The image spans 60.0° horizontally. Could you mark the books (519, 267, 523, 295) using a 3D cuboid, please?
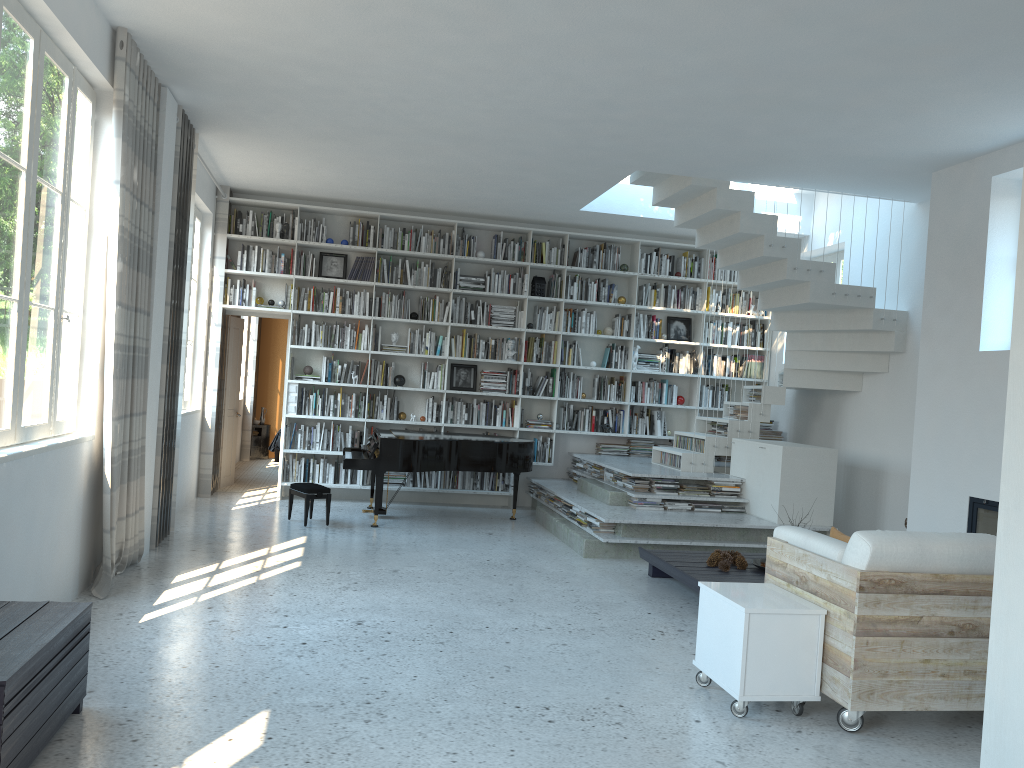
[{"bbox_3d":[0.092,-1.149,10.004,0.012,0.334,0.155,4,0,-11],"label":"books"}]

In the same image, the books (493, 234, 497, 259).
[{"bbox_3d":[-0.202,-1.517,9.931,0.014,0.292,0.176,4,0,-11],"label":"books"}]

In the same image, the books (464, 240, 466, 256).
[{"bbox_3d":[-0.538,-1.496,9.892,0.011,0.205,0.145,4,0,-11],"label":"books"}]

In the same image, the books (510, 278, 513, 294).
[{"bbox_3d":[-0.019,-1.084,9.974,0.029,0.188,0.176,4,0,-11],"label":"books"}]

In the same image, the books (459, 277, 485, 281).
[{"bbox_3d":[-0.452,-1.165,9.905,0.285,0.024,0.159,4,0,-9],"label":"books"}]

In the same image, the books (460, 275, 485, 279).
[{"bbox_3d":[-0.451,-1.189,9.910,0.285,0.024,0.159,4,0,-11],"label":"books"}]

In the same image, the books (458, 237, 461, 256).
[{"bbox_3d":[-0.602,-1.511,9.872,0.023,0.228,0.157,4,0,-11],"label":"books"}]

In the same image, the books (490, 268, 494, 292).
[{"bbox_3d":[-0.237,-1.147,9.922,0.011,0.284,0.190,4,0,-11],"label":"books"}]

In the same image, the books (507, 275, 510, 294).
[{"bbox_3d":[-0.051,-1.107,9.978,0.010,0.230,0.152,4,0,-11],"label":"books"}]

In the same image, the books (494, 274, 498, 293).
[{"bbox_3d":[-0.192,-1.110,9.945,0.027,0.216,0.190,4,0,-11],"label":"books"}]

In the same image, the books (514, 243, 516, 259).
[{"bbox_3d":[0.010,-1.464,9.975,0.012,0.217,0.179,4,0,-11],"label":"books"}]

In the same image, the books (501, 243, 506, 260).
[{"bbox_3d":[-0.113,-1.470,9.952,0.050,0.211,0.172,4,0,-11],"label":"books"}]

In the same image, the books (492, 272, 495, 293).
[{"bbox_3d":[-0.226,-1.123,9.941,0.021,0.237,0.171,4,0,-11],"label":"books"}]

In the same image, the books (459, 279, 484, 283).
[{"bbox_3d":[-0.453,-1.140,9.901,0.254,0.025,0.161,4,0,-15],"label":"books"}]

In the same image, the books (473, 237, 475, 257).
[{"bbox_3d":[-0.439,-1.511,9.910,0.013,0.249,0.148,4,0,-11],"label":"books"}]

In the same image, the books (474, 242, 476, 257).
[{"bbox_3d":[-0.428,-1.479,9.903,0.010,0.186,0.152,4,0,-11],"label":"books"}]

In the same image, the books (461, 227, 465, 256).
[{"bbox_3d":[-0.554,-1.565,9.881,0.014,0.341,0.145,4,0,-11],"label":"books"}]

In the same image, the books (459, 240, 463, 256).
[{"bbox_3d":[-0.576,-1.493,9.865,0.026,0.194,0.166,4,0,-11],"label":"books"}]

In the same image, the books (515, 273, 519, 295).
[{"bbox_3d":[0.040,-1.116,10.000,0.029,0.261,0.133,4,0,-11],"label":"books"}]

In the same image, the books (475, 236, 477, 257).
[{"bbox_3d":[-0.415,-1.513,9.898,0.011,0.256,0.143,4,0,-11],"label":"books"}]

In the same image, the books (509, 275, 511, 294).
[{"bbox_3d":[-0.038,-1.106,9.974,0.012,0.230,0.158,4,0,-11],"label":"books"}]

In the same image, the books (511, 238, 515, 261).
[{"bbox_3d":[0.003,-1.492,9.963,0.010,0.270,0.180,4,0,-11],"label":"books"}]

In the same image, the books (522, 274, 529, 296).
[{"bbox_3d":[0.135,-1.098,9.948,0.037,0.237,0.272,4,0,-11],"label":"books"}]

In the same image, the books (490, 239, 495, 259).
[{"bbox_3d":[-0.219,-1.494,9.947,0.012,0.245,0.151,4,0,-11],"label":"books"}]

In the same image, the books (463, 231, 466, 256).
[{"bbox_3d":[-0.543,-1.542,9.878,0.010,0.296,0.153,4,0,-11],"label":"books"}]

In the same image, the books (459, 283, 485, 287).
[{"bbox_3d":[-0.458,-1.098,9.905,0.285,0.012,0.159,4,0,-13],"label":"books"}]

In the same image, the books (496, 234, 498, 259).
[{"bbox_3d":[-0.181,-1.517,9.943,0.011,0.296,0.157,4,0,-11],"label":"books"}]

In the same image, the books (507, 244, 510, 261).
[{"bbox_3d":[-0.045,-1.461,9.964,0.033,0.203,0.166,4,0,-11],"label":"books"}]

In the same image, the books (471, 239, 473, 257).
[{"bbox_3d":[-0.456,-1.497,9.890,0.016,0.219,0.144,4,0,-11],"label":"books"}]

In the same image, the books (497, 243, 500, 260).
[{"bbox_3d":[-0.165,-1.472,9.960,0.031,0.208,0.146,4,0,-11],"label":"books"}]

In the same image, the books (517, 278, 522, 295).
[{"bbox_3d":[0.069,-1.085,9.992,0.029,0.202,0.191,4,0,-11],"label":"books"}]

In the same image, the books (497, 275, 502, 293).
[{"bbox_3d":[-0.154,-1.108,9.955,0.028,0.219,0.183,4,0,-11],"label":"books"}]

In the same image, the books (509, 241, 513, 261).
[{"bbox_3d":[-0.017,-1.476,9.974,0.023,0.236,0.154,4,0,-11],"label":"books"}]

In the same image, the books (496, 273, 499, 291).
[{"bbox_3d":[-0.174,-1.123,9.961,0.012,0.244,0.131,4,0,-11],"label":"books"}]

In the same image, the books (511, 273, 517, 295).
[{"bbox_3d":[0.013,-1.112,9.979,0.032,0.248,0.173,4,0,-11],"label":"books"}]

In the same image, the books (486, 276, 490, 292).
[{"bbox_3d":[-0.284,-1.101,9.926,0.025,0.187,0.193,4,0,-11],"label":"books"}]

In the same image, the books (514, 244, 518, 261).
[{"bbox_3d":[0.030,-1.456,9.962,0.023,0.202,0.193,4,0,-11],"label":"books"}]

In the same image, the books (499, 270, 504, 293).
[{"bbox_3d":[-0.128,-1.134,9.980,0.029,0.273,0.140,4,0,-11],"label":"books"}]

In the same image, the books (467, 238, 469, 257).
[{"bbox_3d":[-0.496,-1.507,9.906,0.006,0.233,0.136,4,0,-11],"label":"books"}]

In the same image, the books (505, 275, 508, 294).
[{"bbox_3d":[-0.076,-1.105,9.961,0.023,0.223,0.190,4,0,-11],"label":"books"}]

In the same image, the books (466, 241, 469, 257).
[{"bbox_3d":[-0.508,-1.489,9.884,0.023,0.195,0.172,4,0,-11],"label":"books"}]

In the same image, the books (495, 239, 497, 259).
[{"bbox_3d":[-0.194,-1.503,9.950,0.011,0.267,0.129,4,0,-11],"label":"books"}]

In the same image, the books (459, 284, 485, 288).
[{"bbox_3d":[-0.458,-1.086,9.903,0.285,0.012,0.159,4,0,-14],"label":"books"}]

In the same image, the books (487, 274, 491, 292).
[{"bbox_3d":[-0.264,-1.118,9.959,0.024,0.223,0.128,4,0,-11],"label":"books"}]

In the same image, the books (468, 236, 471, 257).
[{"bbox_3d":[-0.484,-1.514,9.895,0.014,0.248,0.139,4,0,-11],"label":"books"}]

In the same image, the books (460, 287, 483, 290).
[{"bbox_3d":[-0.459,-1.062,9.899,0.254,0.012,0.161,4,0,-6],"label":"books"}]

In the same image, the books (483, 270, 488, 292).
[{"bbox_3d":[-0.300,-1.136,9.926,0.012,0.254,0.161,4,0,-11],"label":"books"}]

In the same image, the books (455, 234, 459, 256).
[{"bbox_3d":[-0.621,-1.525,9.849,0.026,0.253,0.185,4,0,-11],"label":"books"}]

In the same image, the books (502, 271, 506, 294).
[{"bbox_3d":[-0.098,-1.130,9.965,0.023,0.269,0.184,4,0,-11],"label":"books"}]

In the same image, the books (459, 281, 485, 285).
[{"bbox_3d":[-0.454,-1.116,9.898,0.285,0.024,0.159,4,0,-6],"label":"books"}]

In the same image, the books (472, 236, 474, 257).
[{"bbox_3d":[-0.444,-1.514,9.889,0.005,0.255,0.168,4,0,-11],"label":"books"}]

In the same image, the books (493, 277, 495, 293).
[{"bbox_3d":[-0.213,-1.105,9.956,0.011,0.204,0.133,4,0,-11],"label":"books"}]

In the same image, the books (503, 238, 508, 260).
[{"bbox_3d":[-0.076,-1.497,9.977,0.028,0.270,0.140,4,0,-11],"label":"books"}]

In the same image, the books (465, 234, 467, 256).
[{"bbox_3d":[-0.520,-1.524,9.868,0.011,0.265,0.163,4,0,-11],"label":"books"}]

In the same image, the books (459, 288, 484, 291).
[{"bbox_3d":[-0.461,-1.050,9.903,0.285,0.012,0.159,4,0,-8],"label":"books"}]

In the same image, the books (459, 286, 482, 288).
[{"bbox_3d":[-0.459,-1.074,9.903,0.254,0.012,0.161,4,0,-14],"label":"books"}]

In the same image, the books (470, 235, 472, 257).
[{"bbox_3d":[-0.469,-1.521,9.891,0.013,0.264,0.147,4,0,-11],"label":"books"}]

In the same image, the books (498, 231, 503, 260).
[{"bbox_3d":[-0.137,-1.532,9.941,0.010,0.331,0.186,4,0,-11],"label":"books"}]
